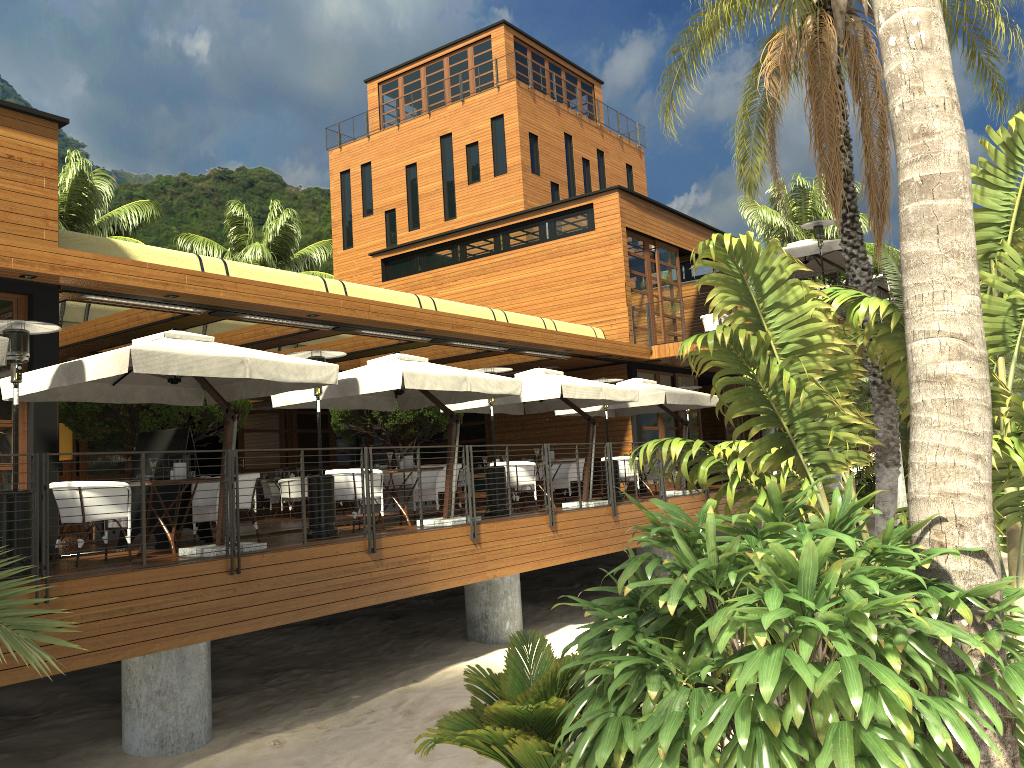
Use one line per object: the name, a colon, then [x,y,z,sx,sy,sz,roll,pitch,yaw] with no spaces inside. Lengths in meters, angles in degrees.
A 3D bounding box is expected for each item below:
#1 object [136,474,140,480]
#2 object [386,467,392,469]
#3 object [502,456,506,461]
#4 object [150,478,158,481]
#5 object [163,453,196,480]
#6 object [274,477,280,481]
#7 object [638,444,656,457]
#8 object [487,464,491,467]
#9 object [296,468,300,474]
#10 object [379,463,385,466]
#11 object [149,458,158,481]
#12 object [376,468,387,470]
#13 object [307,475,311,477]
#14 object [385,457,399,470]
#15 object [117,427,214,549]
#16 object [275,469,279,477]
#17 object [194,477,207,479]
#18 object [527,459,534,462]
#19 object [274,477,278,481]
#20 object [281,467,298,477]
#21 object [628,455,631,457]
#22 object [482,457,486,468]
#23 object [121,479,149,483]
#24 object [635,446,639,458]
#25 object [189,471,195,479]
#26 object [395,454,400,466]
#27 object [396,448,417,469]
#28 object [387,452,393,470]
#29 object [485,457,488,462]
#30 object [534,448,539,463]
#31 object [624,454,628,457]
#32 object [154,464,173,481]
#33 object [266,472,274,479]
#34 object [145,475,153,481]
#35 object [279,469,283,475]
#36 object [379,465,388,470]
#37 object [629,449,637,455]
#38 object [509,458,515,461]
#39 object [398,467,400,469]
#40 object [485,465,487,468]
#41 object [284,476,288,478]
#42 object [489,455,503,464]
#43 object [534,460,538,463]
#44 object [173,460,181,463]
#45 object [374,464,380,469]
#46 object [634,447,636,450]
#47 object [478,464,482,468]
object: [-3.791,0.962,9.047,0.086,0.086,0.086,-9,-8,40]
object: [-1.613,1.109,11.656,0.080,0.042,0.080,-3,-6,-3]
object: [-0.160,1.624,18.630,0.082,0.227,0.082,-1,-7,-19]
object: [-3.609,0.962,8.937,0.080,0.042,0.080,-7,-7,27]
object: [-3.388,0.846,9.033,0.263,0.264,0.263,-3,-6,-9]
object: [-4.684,1.902,17.701,0.116,0.065,0.116,0,-7,-33]
object: [2.617,1.290,17.211,0.263,0.264,0.263,-3,-6,-9]
object: [-0.485,1.716,18.606,0.086,0.086,0.086,-8,-8,37]
object: [-4.373,1.840,18.130,0.082,0.227,0.082,2,-9,-42]
object: [-3.003,1.964,20.370,0.263,0.264,0.263,-3,-6,-5]
object: [-3.590,0.858,8.874,0.082,0.227,0.082,-9,-8,37]
object: [-1.748,1.117,11.558,0.294,0.025,0.170,-8,-7,36]
object: [-4.085,1.866,17.835,0.086,0.086,0.086,-5,-6,14]
object: [-1.630,1.068,11.925,0.163,0.179,0.168,-9,-8,38]
object: [-4.175,1.248,10.680,0.768,1.400,0.770,-6,-7,20]
object: [-4.763,1.847,17.956,0.082,0.227,0.082,1,-8,-36]
object: [-3.389,1.007,9.437,0.294,0.025,0.170,-8,-7,36]
object: [0.296,1.256,14.426,0.116,0.065,0.116,-8,-7,34]
object: [-4.728,1.904,17.808,0.086,0.086,0.086,-5,-6,14]
object: [-4.491,1.803,17.833,0.263,0.264,0.263,1,-8,-36]
object: [2.314,1.406,17.173,0.116,0.065,0.116,-6,-6,17]
object: [-0.585,1.654,18.663,0.082,0.227,0.082,-3,-7,-2]
object: [-3.744,0.969,8.838,0.294,0.025,0.170,-8,-7,36]
object: [2.415,1.302,17.052,0.082,0.227,0.082,-9,-8,37]
object: [-3.345,0.953,9.239,0.086,0.086,0.086,-9,-8,40]
object: [-1.560,1.059,12.146,0.082,0.227,0.082,-7,-7,25]
object: [-1.391,0.994,11.753,0.263,0.264,0.263,-3,-6,-9]
object: [-1.593,1.005,11.594,0.082,0.227,0.082,-9,-8,37]
object: [-0.557,1.694,19.073,0.082,0.227,0.082,-1,-7,-19]
object: [0.398,1.153,14.305,0.082,0.227,0.082,-9,-8,37]
object: [2.214,1.406,17.225,0.086,0.086,0.086,-8,-8,36]
object: [-3.626,0.920,9.202,0.167,0.179,0.163,-8,-8,34]
object: [-4.870,1.873,17.872,0.163,0.179,0.167,1,-8,-33]
object: [-3.691,0.961,8.995,0.116,0.065,0.116,-9,-8,40]
object: [-4.578,1.796,17.561,0.082,0.227,0.082,2,-9,-42]
object: [-1.694,1.109,11.715,0.116,0.065,0.116,-8,-7,34]
object: [2.378,1.365,17.383,0.163,0.179,0.168,-9,-8,38]
object: [-0.025,1.644,18.646,0.163,0.179,0.167,-3,-6,-5]
object: [-1.526,1.145,12.060,0.080,0.042,0.080,-3,-6,-3]
object: [-0.534,1.759,18.891,0.116,0.065,0.116,-3,-6,-5]
object: [-4.469,1.861,17.541,0.086,0.086,0.086,-5,-6,9]
object: [-0.340,1.645,18.871,0.263,0.264,0.263,-3,-6,-8]
object: [0.378,1.257,14.367,0.080,0.042,0.080,-3,-6,-3]
object: [-3.557,0.911,9.427,0.082,0.227,0.082,-9,-8,37]
object: [-1.794,1.109,11.767,0.086,0.086,0.086,-9,-8,40]
object: [2.448,1.356,17.605,0.082,0.227,0.082,-9,-8,37]
object: [-0.691,1.773,19.041,0.086,0.086,0.086,2,-9,-43]
